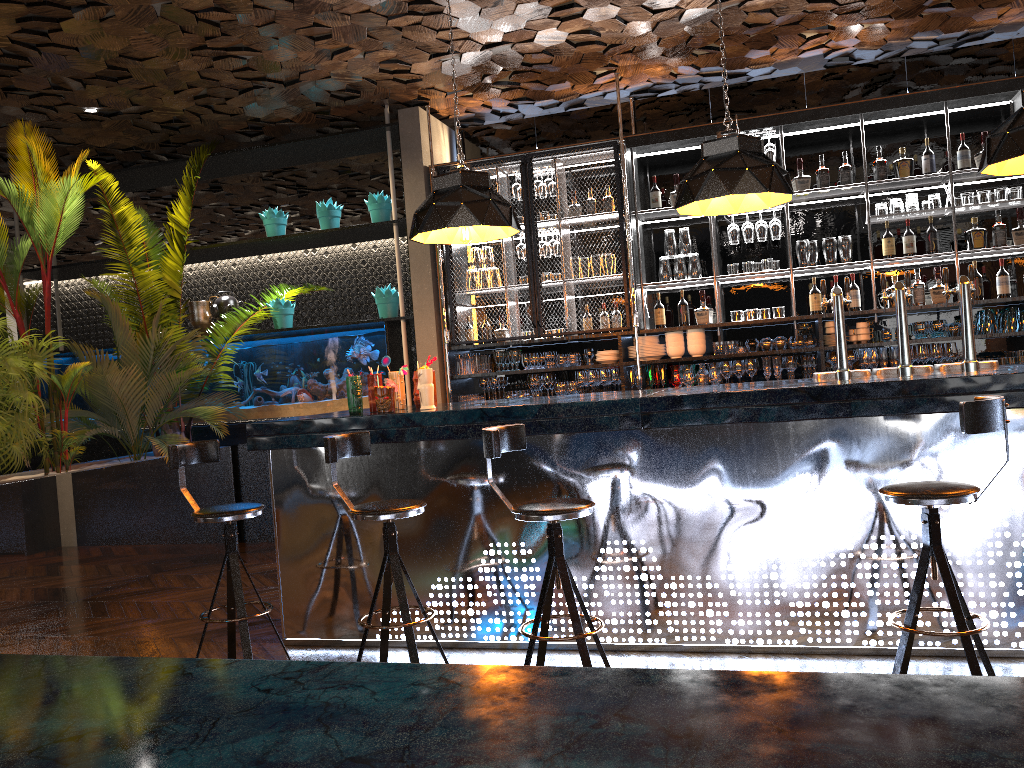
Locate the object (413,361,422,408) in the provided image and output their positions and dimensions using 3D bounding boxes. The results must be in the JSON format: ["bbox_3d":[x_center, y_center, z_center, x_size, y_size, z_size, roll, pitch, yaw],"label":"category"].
[{"bbox_3d":[-0.492,0.003,4.768,0.080,0.254,0.091,-4,1,19],"label":"object"}]

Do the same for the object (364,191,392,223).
[{"bbox_3d":[-1.144,-1.512,7.687,0.265,0.325,0.245,-4,1,10],"label":"object"}]

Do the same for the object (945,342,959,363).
[{"bbox_3d":[3.149,-0.182,6.345,0.091,0.229,0.091,-5,1,-11],"label":"object"}]

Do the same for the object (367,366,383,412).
[{"bbox_3d":[-0.727,0.026,4.726,0.078,0.246,0.084,-4,1,15],"label":"object"}]

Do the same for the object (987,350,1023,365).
[{"bbox_3d":[3.564,-0.167,6.316,0.356,0.134,0.206,-4,1,24],"label":"object"}]

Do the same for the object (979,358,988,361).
[{"bbox_3d":[3.335,-0.130,6.268,0.067,0.099,0.067,-5,1,-11],"label":"object"}]

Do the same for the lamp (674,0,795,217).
[{"bbox_3d":[1.058,-1.681,4.462,0.582,1.564,0.607,-4,1,17],"label":"lamp"}]

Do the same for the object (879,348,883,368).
[{"bbox_3d":[2.772,-0.158,6.638,0.049,0.231,0.049,-4,1,6],"label":"object"}]

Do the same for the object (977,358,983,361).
[{"bbox_3d":[3.371,-0.134,6.388,0.067,0.099,0.067,-5,1,-11],"label":"object"}]

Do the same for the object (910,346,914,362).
[{"bbox_3d":[2.871,-0.162,6.427,0.091,0.229,0.091,-4,1,3],"label":"object"}]

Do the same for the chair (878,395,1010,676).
[{"bbox_3d":[1.504,0.609,3.099,0.476,1.108,0.419,-4,1,32],"label":"chair"}]

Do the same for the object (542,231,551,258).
[{"bbox_3d":[0.291,-1.168,7.422,0.081,0.213,0.081,-4,1,22],"label":"object"}]

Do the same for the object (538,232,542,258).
[{"bbox_3d":[0.208,-1.162,7.447,0.081,0.213,0.081,-4,1,22],"label":"object"}]

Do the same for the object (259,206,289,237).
[{"bbox_3d":[-2.139,-1.439,7.987,0.265,0.325,0.245,-5,1,-19],"label":"object"}]

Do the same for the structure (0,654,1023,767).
[{"bbox_3d":[0.399,0.775,0.493,4.941,0.998,0.673,-4,1,17],"label":"structure"}]

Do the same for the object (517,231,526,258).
[{"bbox_3d":[0.075,-1.151,7.337,0.081,0.213,0.081,-4,1,22],"label":"object"}]

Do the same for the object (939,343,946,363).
[{"bbox_3d":[3.127,-0.182,6.471,0.091,0.229,0.091,-4,1,10],"label":"object"}]

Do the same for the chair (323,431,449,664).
[{"bbox_3d":[-0.530,0.758,3.733,0.476,1.108,0.419,-4,1,17],"label":"chair"}]

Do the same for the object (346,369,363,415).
[{"bbox_3d":[-0.820,0.039,4.603,0.086,0.237,0.084,-4,1,36],"label":"object"}]

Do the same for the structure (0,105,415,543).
[{"bbox_3d":[-2.756,-0.437,8.288,4.269,3.734,0.705,-4,1,17],"label":"structure"}]

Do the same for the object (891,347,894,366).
[{"bbox_3d":[2.830,-0.161,6.555,0.049,0.231,0.049,-4,1,25],"label":"object"}]

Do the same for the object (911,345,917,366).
[{"bbox_3d":[2.946,-0.169,6.528,0.091,0.229,0.091,-4,1,38],"label":"object"}]

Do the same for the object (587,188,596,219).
[{"bbox_3d":[0.645,-1.475,7.238,0.073,0.246,0.072,-4,1,2],"label":"object"}]

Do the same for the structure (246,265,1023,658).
[{"bbox_3d":[1.717,0.290,4.196,6.009,1.685,1.214,-4,1,17],"label":"structure"}]

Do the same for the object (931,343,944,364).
[{"bbox_3d":[3.058,-0.175,6.375,0.091,0.229,0.091,-4,1,44],"label":"object"}]

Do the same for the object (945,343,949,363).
[{"bbox_3d":[3.221,-0.190,6.565,0.091,0.229,0.091,-4,1,14],"label":"object"}]

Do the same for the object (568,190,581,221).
[{"bbox_3d":[0.514,-1.464,7.279,0.108,0.244,0.108,-4,1,5],"label":"object"}]

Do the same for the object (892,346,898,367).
[{"bbox_3d":[2.786,-0.157,6.432,0.049,0.231,0.049,-4,1,12],"label":"object"}]

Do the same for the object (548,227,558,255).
[{"bbox_3d":[0.336,-1.170,7.258,0.081,0.213,0.081,-4,1,22],"label":"object"}]

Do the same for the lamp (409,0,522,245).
[{"bbox_3d":[-0.307,-1.553,4.744,0.582,1.606,0.607,-4,1,17],"label":"lamp"}]

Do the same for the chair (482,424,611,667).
[{"bbox_3d":[0.147,0.709,3.404,0.476,1.108,0.419,-4,1,17],"label":"chair"}]

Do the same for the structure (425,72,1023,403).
[{"bbox_3d":[2.642,-0.742,6.471,6.750,3.553,1.143,-4,1,17],"label":"structure"}]

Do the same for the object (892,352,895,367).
[{"bbox_3d":[2.806,-0.159,6.494,0.049,0.231,0.049,-4,1,21],"label":"object"}]

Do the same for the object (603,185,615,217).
[{"bbox_3d":[0.783,-1.486,7.197,0.073,0.246,0.072,-4,1,32],"label":"object"}]

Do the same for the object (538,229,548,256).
[{"bbox_3d":[0.249,-1.164,7.284,0.081,0.213,0.081,-4,1,22],"label":"object"}]

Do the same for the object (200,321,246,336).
[{"bbox_3d":[-2.684,-0.501,8.253,0.320,0.135,0.250,-4,1,17],"label":"object"}]

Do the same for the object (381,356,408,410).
[{"bbox_3d":[-0.622,-0.009,4.779,0.105,0.298,0.116,-5,1,-42],"label":"object"}]

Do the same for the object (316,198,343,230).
[{"bbox_3d":[-1.605,-1.478,7.830,0.255,0.325,0.244,-4,1,44],"label":"object"}]

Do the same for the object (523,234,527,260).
[{"bbox_3d":[0.116,-1.156,7.475,0.081,0.213,0.081,-4,1,22],"label":"object"}]

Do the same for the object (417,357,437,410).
[{"bbox_3d":[-0.429,-0.003,4.496,0.081,0.264,0.099,-4,1,37],"label":"object"}]

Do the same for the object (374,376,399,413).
[{"bbox_3d":[-0.645,0.049,4.549,0.110,0.191,0.131,-4,1,29],"label":"object"}]

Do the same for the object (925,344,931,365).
[{"bbox_3d":[3.037,-0.175,6.500,0.091,0.229,0.091,-5,1,-41],"label":"object"}]

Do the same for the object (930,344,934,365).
[{"bbox_3d":[3.125,-0.183,6.591,0.091,0.229,0.091,-5,1,-15],"label":"object"}]

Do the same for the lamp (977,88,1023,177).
[{"bbox_3d":[2.357,-1.774,3.947,0.582,1.564,0.607,-4,1,17],"label":"lamp"}]

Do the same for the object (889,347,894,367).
[{"bbox_3d":[2.837,-0.163,6.614,0.049,0.231,0.049,-4,1,19],"label":"object"}]

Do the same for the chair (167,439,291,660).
[{"bbox_3d":[-1.295,0.813,4.032,0.476,1.108,0.419,-4,1,17],"label":"chair"}]

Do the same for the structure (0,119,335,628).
[{"bbox_3d":[-3.189,-0.306,7.155,1.873,3.561,4.073,-4,1,18],"label":"structure"}]

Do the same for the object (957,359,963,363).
[{"bbox_3d":[3.304,-0.131,6.514,0.067,0.100,0.067,-4,1,9],"label":"object"}]

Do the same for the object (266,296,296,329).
[{"bbox_3d":[-2.078,-0.635,7.996,0.265,0.325,0.245,-5,1,-19],"label":"object"}]

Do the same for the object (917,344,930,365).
[{"bbox_3d":[2.970,-0.169,6.402,0.091,0.229,0.091,-5,1,-26],"label":"object"}]

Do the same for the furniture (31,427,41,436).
[{"bbox_3d":[-4.203,0.925,12.708,9.798,1.137,3.595,-4,1,17],"label":"furniture"}]

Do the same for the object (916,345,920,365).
[{"bbox_3d":[3.032,-0.176,6.620,0.091,0.229,0.091,-5,1,-21],"label":"object"}]

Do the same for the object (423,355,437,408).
[{"bbox_3d":[-0.444,-0.011,4.634,0.091,0.277,0.080,-5,1,-41],"label":"object"}]
